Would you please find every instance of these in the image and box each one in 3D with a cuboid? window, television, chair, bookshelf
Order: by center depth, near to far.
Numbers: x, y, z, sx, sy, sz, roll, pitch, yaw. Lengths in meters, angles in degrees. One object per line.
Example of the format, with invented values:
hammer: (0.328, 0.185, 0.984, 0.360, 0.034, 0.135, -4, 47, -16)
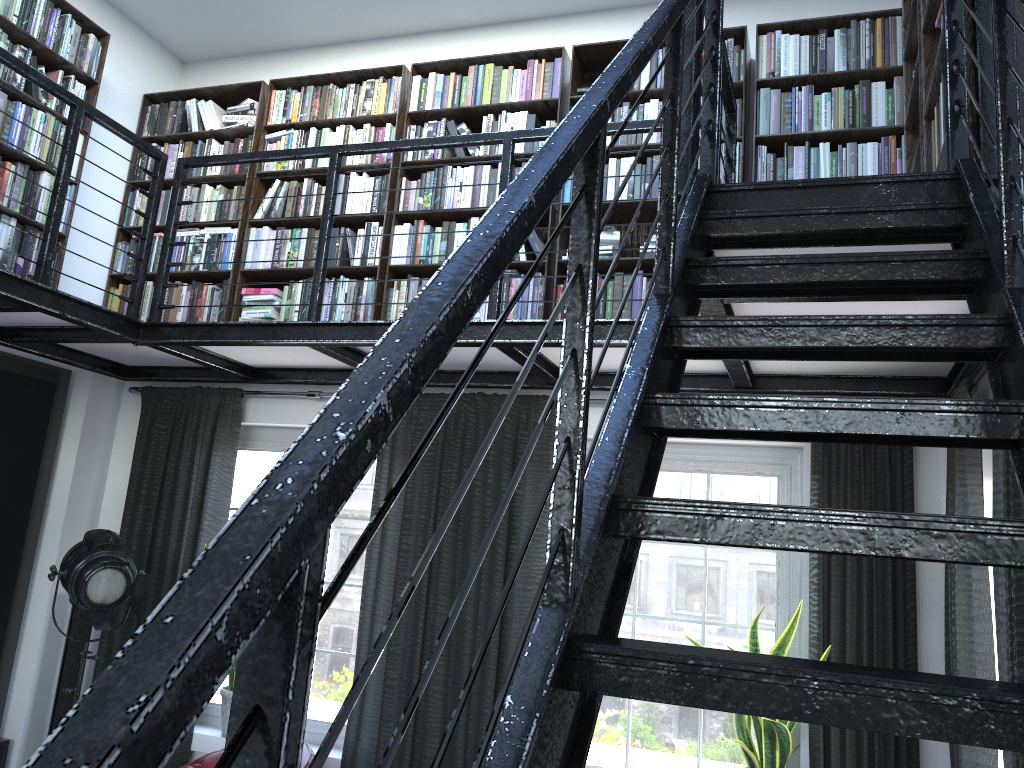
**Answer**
television: (-3.119, 0.772, 3.217, 0.116, 2.447, 3.325, 0, -12, 19)
bookshelf: (-0.600, -1.185, 3.303, 4.476, 1.629, 3.063, 1, -12, 19)
chair: (-1.297, 1.926, 3.788, 0.828, 0.717, 0.825, 9, -12, -18)
window: (0.718, 1.067, 4.064, 1.167, 1.618, 0.132, 1, -14, 19)
window: (-1.173, 1.032, 4.731, 1.167, 1.618, 0.132, 1, -14, 19)

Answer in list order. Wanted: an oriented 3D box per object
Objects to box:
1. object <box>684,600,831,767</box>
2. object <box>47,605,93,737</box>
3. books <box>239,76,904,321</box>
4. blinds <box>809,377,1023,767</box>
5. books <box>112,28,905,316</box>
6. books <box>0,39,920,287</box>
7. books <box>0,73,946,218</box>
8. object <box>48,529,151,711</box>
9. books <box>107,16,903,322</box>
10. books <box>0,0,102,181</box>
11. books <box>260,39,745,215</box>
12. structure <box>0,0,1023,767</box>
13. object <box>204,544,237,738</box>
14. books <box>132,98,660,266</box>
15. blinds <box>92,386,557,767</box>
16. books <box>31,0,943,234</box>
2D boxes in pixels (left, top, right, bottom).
object: (0.979, 1.337, 3.602, 0.553, 0.947, 0.521, 3, -13, 8)
object: (-2.357, 1.729, 4.626, 0.157, 1.231, 0.156, -4, -16, 34)
books: (0.184, -0.823, 4.429, 3.392, 1.131, 0.238, 1, -13, 19)
blinds: (1.459, 1.096, 2.813, 0.527, 2.399, 1.735, 4, -12, 2)
books: (-0.159, -0.979, 4.576, 4.436, 1.424, 0.225, 1, -13, 19)
books: (-0.720, -1.336, 2.943, 4.377, 1.420, 2.187, 1, -12, 19)
books: (-0.530, -1.226, 3.431, 4.384, 1.416, 1.160, 1, -13, 19)
object: (-0.887, 1.553, 4.003, 2.906, 1.591, 0.747, 4, -13, 4)
books: (-0.331, -1.083, 4.136, 4.436, 1.441, 1.275, 1, -13, 21)
books: (-2.701, -1.388, 3.619, 0.315, 1.434, 2.188, 0, -12, 20)
books: (-0.136, -1.258, 4.649, 2.637, 0.834, 0.211, 1, -13, 19)
structure: (-0.989, 0.289, 2.233, 4.489, 3.381, 4.578, 1, -12, 19)
object: (-1.528, 1.295, 4.511, 0.553, 0.947, 0.522, -2, -14, 30)
books: (-0.162, -0.969, 4.570, 4.442, 1.408, 0.240, 1, -13, 20)
blinds: (-1.060, 1.190, 4.421, 2.508, 2.405, 0.124, 1, -14, 19)
books: (-0.643, -1.145, 3.194, 4.336, 1.149, 1.585, 1, -12, 19)
